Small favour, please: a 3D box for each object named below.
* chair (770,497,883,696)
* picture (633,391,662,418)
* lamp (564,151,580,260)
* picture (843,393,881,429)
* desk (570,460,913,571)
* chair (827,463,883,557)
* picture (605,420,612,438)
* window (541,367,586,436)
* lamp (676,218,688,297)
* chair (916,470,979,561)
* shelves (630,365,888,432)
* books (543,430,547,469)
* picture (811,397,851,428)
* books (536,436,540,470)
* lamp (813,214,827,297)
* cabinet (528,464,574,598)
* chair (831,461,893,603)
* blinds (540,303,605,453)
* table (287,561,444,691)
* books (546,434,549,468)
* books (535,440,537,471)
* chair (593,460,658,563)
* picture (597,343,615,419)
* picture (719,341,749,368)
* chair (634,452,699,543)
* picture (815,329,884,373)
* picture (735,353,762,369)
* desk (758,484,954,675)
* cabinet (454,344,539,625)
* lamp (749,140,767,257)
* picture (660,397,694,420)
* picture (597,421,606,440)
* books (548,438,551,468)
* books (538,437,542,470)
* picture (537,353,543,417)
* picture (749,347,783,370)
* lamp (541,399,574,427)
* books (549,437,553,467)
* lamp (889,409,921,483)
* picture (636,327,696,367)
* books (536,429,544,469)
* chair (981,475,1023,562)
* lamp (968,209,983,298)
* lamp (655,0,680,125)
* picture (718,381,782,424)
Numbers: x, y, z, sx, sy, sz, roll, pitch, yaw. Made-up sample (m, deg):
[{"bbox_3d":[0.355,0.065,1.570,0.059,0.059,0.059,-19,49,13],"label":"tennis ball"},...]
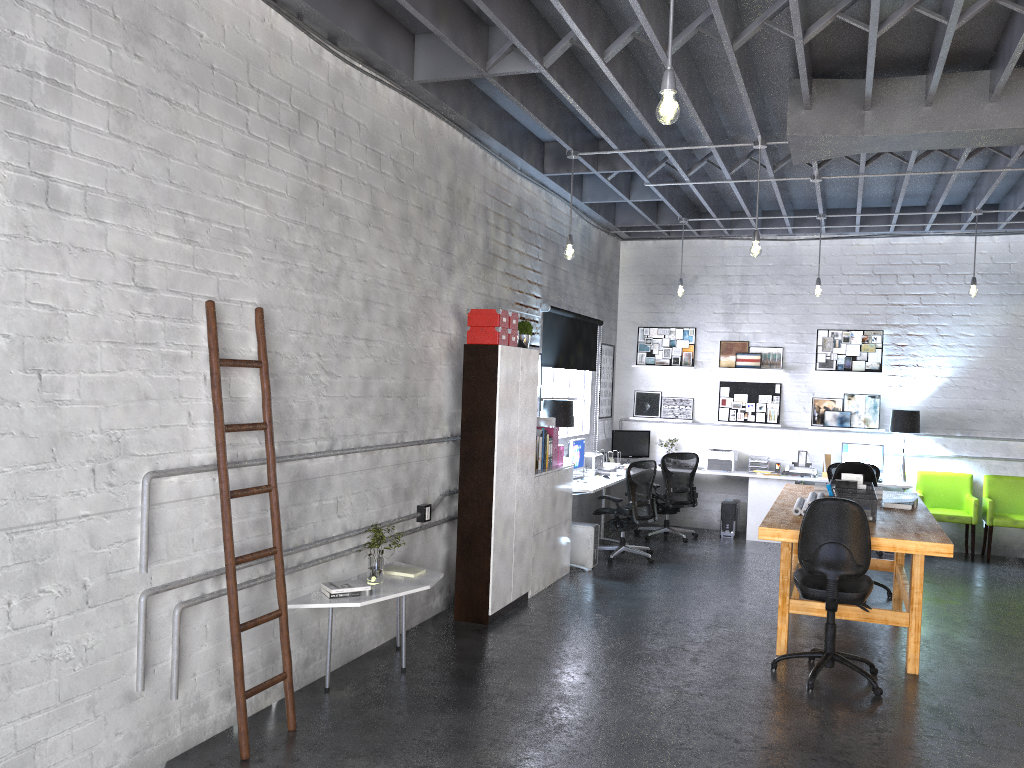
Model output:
[{"bbox_3d":[1.988,1.265,5.577,0.659,1.165,0.687,2,1,19],"label":"chair"},{"bbox_3d":[1.751,0.262,11.466,0.355,0.343,0.042,2,1,21],"label":"picture"},{"bbox_3d":[0.486,-1.459,7.276,0.104,0.878,0.104,3,1,21],"label":"lamp"},{"bbox_3d":[4.162,0.324,10.561,0.409,0.408,0.047,2,1,21],"label":"picture"},{"bbox_3d":[2.393,1.448,9.498,3.574,0.786,3.298,2,0,21],"label":"desk"},{"bbox_3d":[3.716,1.372,9.919,0.732,1.032,0.752,2,1,-11],"label":"chair"},{"bbox_3d":[1.236,0.581,11.349,0.036,0.221,0.289,3,1,21],"label":"picture"},{"bbox_3d":[0.541,-0.036,9.714,0.030,1.220,1.821,3,1,21],"label":"window"},{"bbox_3d":[1.912,-1.421,9.976,0.104,0.878,0.104,3,1,21],"label":"lamp"},{"bbox_3d":[4.903,1.471,10.040,0.611,0.921,0.516,3,1,21],"label":"chair"},{"bbox_3d":[2.969,0.161,10.925,3.023,0.694,0.199,2,1,21],"label":"shelves"},{"bbox_3d":[0.208,0.575,7.875,0.197,0.339,0.065,3,1,21],"label":"books"},{"bbox_3d":[3.843,0.343,10.671,0.452,0.345,0.054,2,1,21],"label":"picture"},{"bbox_3d":[0.147,0.596,7.696,0.170,0.293,0.057,3,1,21],"label":"books"},{"bbox_3d":[3.283,-1.367,9.463,0.104,0.878,0.104,3,1,21],"label":"lamp"},{"bbox_3d":[0.149,1.255,7.921,0.465,1.021,1.151,3,1,21],"label":"cabinet"},{"bbox_3d":[3.066,1.292,7.912,0.659,1.165,0.687,2,1,19],"label":"chair"},{"bbox_3d":[0.664,0.029,9.667,0.100,1.632,2.119,3,1,21],"label":"blinds"},{"bbox_3d":[-0.801,1.478,5.342,0.517,0.532,1.336,2,1,21],"label":"table"},{"bbox_3d":[0.247,0.596,7.939,0.159,0.298,0.026,3,1,20],"label":"books"},{"bbox_3d":[0.129,0.610,7.631,0.161,0.266,0.027,3,1,21],"label":"books"},{"bbox_3d":[1.147,1.280,9.160,0.752,1.032,0.732,3,1,24],"label":"chair"},{"bbox_3d":[1.188,-0.034,11.169,0.020,0.935,0.658,3,1,21],"label":"picture"},{"bbox_3d":[2.771,-0.366,11.078,0.355,0.343,0.042,2,1,21],"label":"picture"},{"bbox_3d":[1.822,1.298,10.464,0.752,1.032,0.732,3,1,44],"label":"chair"},{"bbox_3d":[4.029,-0.397,10.598,0.749,0.503,0.058,2,1,21],"label":"picture"},{"bbox_3d":[2.930,-0.287,11.000,0.311,0.196,0.029,2,1,21],"label":"picture"},{"bbox_3d":[2.561,1.399,6.755,1.115,0.926,2.832,2,0,21],"label":"desk"},{"bbox_3d":[-0.104,0.738,6.904,0.291,2.048,0.873,3,1,21],"label":"cabinet"},{"bbox_3d":[1.873,-1.404,6.757,0.104,0.878,0.104,3,1,21],"label":"lamp"},{"bbox_3d":[2.109,0.309,11.329,0.410,0.277,0.036,2,1,21],"label":"picture"},{"bbox_3d":[1.114,0.578,11.024,0.036,0.221,0.289,3,1,21],"label":"picture"},{"bbox_3d":[0.234,0.613,7.999,0.219,0.267,0.060,3,1,26],"label":"books"},{"bbox_3d":[0.168,0.600,7.743,0.174,0.286,0.045,3,1,21],"label":"books"},{"bbox_3d":[0.178,0.084,8.491,0.020,0.780,0.606,3,1,21],"label":"picture"},{"bbox_3d":[3.129,-0.319,10.942,0.410,0.277,0.036,2,1,21],"label":"picture"},{"bbox_3d":[0.437,0.570,8.655,0.333,0.832,0.333,2,1,-18],"label":"lamp"},{"bbox_3d":[0.255,0.611,8.056,0.220,0.271,0.082,2,1,21],"label":"books"},{"bbox_3d":[4.515,0.714,10.211,0.333,0.832,0.333,2,1,-18],"label":"lamp"},{"bbox_3d":[1.972,-0.478,11.369,0.749,0.503,0.058,2,1,21],"label":"picture"},{"bbox_3d":[0.191,0.571,7.816,0.176,0.346,0.053,3,1,21],"label":"books"},{"bbox_3d":[5.554,1.497,9.797,0.611,0.921,0.516,3,1,21],"label":"chair"},{"bbox_3d":[4.671,-1.312,8.944,0.104,0.878,0.104,3,1,21],"label":"lamp"},{"bbox_3d":[0.611,-1.433,3.389,0.104,0.878,0.104,3,2,39],"label":"lamp"},{"bbox_3d":[2.946,0.229,11.010,0.749,0.503,0.058,2,1,21],"label":"picture"}]
